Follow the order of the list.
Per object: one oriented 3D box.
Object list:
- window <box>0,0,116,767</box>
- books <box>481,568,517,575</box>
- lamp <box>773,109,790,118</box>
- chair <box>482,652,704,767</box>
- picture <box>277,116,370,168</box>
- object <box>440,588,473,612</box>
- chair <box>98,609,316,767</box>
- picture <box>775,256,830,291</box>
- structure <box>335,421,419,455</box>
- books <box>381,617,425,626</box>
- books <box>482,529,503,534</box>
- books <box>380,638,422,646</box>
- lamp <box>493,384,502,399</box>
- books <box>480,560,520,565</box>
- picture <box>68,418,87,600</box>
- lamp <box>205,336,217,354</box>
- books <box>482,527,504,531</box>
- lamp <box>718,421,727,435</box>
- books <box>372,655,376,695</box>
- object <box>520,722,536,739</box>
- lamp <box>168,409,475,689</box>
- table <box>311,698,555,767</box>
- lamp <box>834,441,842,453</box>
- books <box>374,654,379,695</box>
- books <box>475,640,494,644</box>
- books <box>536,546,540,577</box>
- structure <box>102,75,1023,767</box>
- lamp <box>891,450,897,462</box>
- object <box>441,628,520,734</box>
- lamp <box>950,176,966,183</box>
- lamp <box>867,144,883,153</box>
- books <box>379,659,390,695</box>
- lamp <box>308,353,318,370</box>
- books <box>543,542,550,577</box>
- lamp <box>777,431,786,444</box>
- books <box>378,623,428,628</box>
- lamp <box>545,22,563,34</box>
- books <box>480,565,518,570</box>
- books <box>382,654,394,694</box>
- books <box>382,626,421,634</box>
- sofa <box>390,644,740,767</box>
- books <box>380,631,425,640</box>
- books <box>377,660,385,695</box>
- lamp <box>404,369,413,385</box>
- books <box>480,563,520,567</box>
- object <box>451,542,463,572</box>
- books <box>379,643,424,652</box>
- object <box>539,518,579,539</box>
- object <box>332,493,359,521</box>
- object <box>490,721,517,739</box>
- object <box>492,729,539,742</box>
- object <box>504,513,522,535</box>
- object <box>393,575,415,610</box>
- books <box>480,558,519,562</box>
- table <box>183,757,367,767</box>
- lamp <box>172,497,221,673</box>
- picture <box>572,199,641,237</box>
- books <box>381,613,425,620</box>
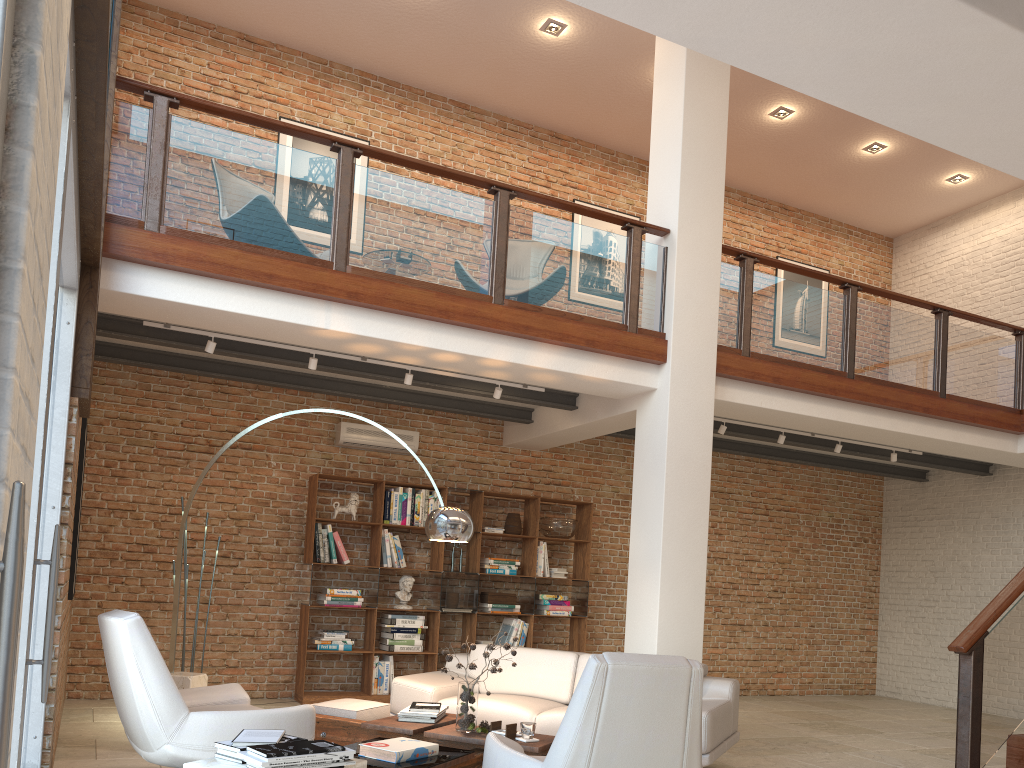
[{"bbox_3d":[-0.762,-1.748,0.967,0.651,6.260,12.529,5,-10,-25],"label":"window"},{"bbox_3d":[-0.144,1.994,9.250,0.328,0.054,0.260,7,-13,-15],"label":"books"},{"bbox_3d":[2.863,-2.885,9.247,0.125,0.054,0.125,9,-12,-25],"label":"lamp"},{"bbox_3d":[0.425,1.646,3.803,1.029,0.996,0.990,5,-8,-9],"label":"chair"},{"bbox_3d":[-1.897,-1.961,8.692,0.921,1.174,0.027,6,-4,-26],"label":"picture"},{"bbox_3d":[-0.607,2.227,8.990,0.338,0.228,0.288,8,-10,-25],"label":"object"},{"bbox_3d":[-1.719,1.736,4.732,0.997,0.978,1.034,10,-10,-41],"label":"chair"},{"bbox_3d":[3.803,-1.002,11.453,0.921,1.174,0.027,6,-4,-26],"label":"picture"},{"bbox_3d":[-1.360,0.554,8.818,0.820,0.215,0.202,9,-9,-25],"label":"structure"},{"bbox_3d":[-1.100,2.396,8.793,0.384,0.063,0.247,11,-14,-31],"label":"books"},{"bbox_3d":[-0.217,1.553,9.164,0.207,0.033,0.134,9,-14,-25],"label":"books"},{"bbox_3d":[-1.118,2.592,8.777,0.365,0.054,0.287,9,-14,-23],"label":"books"},{"bbox_3d":[-0.115,0.064,7.113,0.061,0.113,0.096,5,-7,-19],"label":"lamp"},{"bbox_3d":[-0.137,1.892,9.244,0.384,0.036,0.247,11,-15,-31],"label":"books"},{"bbox_3d":[-2.919,0.842,5.867,0.028,1.172,0.924,4,-6,-25],"label":"picture"},{"bbox_3d":[-2.119,-0.269,6.129,0.086,0.126,0.060,-1,-6,34],"label":"lamp"},{"bbox_3d":[-0.224,1.527,9.169,0.239,0.018,0.173,11,-15,-32],"label":"books"},{"bbox_3d":[1.955,0.416,8.102,0.086,0.126,0.060,-1,-6,34],"label":"lamp"},{"bbox_3d":[-1.408,2.867,8.620,0.037,0.376,0.246,5,-6,-25],"label":"books"},{"bbox_3d":[0.088,1.913,4.808,0.091,0.083,0.093,0,-9,24],"label":"object"},{"bbox_3d":[-1.264,1.322,5.738,2.029,2.308,0.323,2,-3,11],"label":"lamp"},{"bbox_3d":[-0.449,2.101,4.781,2.206,0.420,2.018,-3,-14,25],"label":"table"},{"bbox_3d":[3.271,0.638,8.742,0.061,0.126,0.087,5,-6,-23],"label":"lamp"},{"bbox_3d":[-1.383,2.875,8.651,0.037,0.376,0.246,5,-6,-25],"label":"books"},{"bbox_3d":[-0.302,2.720,9.185,0.134,0.033,0.209,10,-14,-29],"label":"books"},{"bbox_3d":[0.211,1.917,9.424,0.056,0.323,0.257,5,-6,-25],"label":"books"},{"bbox_3d":[3.587,0.210,3.625,10.242,4.049,14.077,9,-13,-25],"label":"structure"},{"bbox_3d":[3.976,0.755,9.075,0.059,0.126,0.089,1,-6,24],"label":"lamp"},{"bbox_3d":[-0.149,1.720,5.105,0.317,0.595,0.552,0,-8,35],"label":"object"},{"bbox_3d":[5.341,-2.468,10.447,0.125,0.054,0.125,9,-12,-25],"label":"lamp"},{"bbox_3d":[4.102,-2.677,9.847,0.125,0.054,0.125,9,-12,-25],"label":"lamp"},{"bbox_3d":[-1.285,2.914,8.681,0.056,0.323,0.257,5,-6,-25],"label":"books"},{"bbox_3d":[-1.471,-0.164,6.446,0.061,0.118,0.087,5,-6,-23],"label":"lamp"},{"bbox_3d":[0.321,1.914,9.502,0.102,0.376,0.246,5,-6,-25],"label":"books"},{"bbox_3d":[2.603,0.525,8.418,0.061,0.126,0.087,5,-6,-23],"label":"lamp"},{"bbox_3d":[-1.102,2.433,8.771,0.448,0.020,0.276,9,-14,-25],"label":"books"},{"bbox_3d":[0.385,-3.302,8.047,0.125,0.054,0.125,9,-12,-25],"label":"lamp"},{"bbox_3d":[-0.164,1.947,9.251,0.383,0.036,0.248,9,-14,-25],"label":"books"},{"bbox_3d":[-1.237,2.900,8.729,0.080,0.377,0.246,5,-6,-25],"label":"books"},{"bbox_3d":[-1.114,2.466,8.751,0.330,0.054,0.258,11,-14,-30],"label":"books"},{"bbox_3d":[0.386,2.338,6.318,2.330,0.741,1.170,-2,-11,24],"label":"sofa"},{"bbox_3d":[-1.098,2.532,8.770,0.385,0.063,0.246,13,-16,-38],"label":"books"},{"bbox_3d":[-1.338,2.907,8.662,0.058,0.323,0.257,5,-6,-25],"label":"books"},{"bbox_3d":[-0.803,-0.047,6.769,0.061,0.126,0.087,5,-6,-23],"label":"lamp"},{"bbox_3d":[-0.144,1.920,9.250,0.384,0.018,0.247,12,-15,-32],"label":"books"},{"bbox_3d":[-0.569,1.741,8.993,0.122,0.392,0.062,5,-3,-23],"label":"object"},{"bbox_3d":[-1.112,2.647,8.758,0.384,0.063,0.247,11,-14,-31],"label":"books"},{"bbox_3d":[0.508,1.593,9.561,0.438,0.214,0.446,0,-11,16],"label":"object"},{"bbox_3d":[-1.617,1.189,8.493,0.253,0.278,0.132,6,-5,-18],"label":"object"},{"bbox_3d":[-0.048,1.930,4.862,0.115,0.080,0.096,-4,-11,36],"label":"object"},{"bbox_3d":[0.065,1.966,4.888,0.250,0.034,0.277,-6,-16,35],"label":"object"},{"bbox_3d":[0.012,1.493,9.273,0.193,0.228,0.198,1,-7,22],"label":"object"},{"bbox_3d":[-1.086,2.097,8.788,0.196,0.343,0.196,4,-5,-10],"label":"object"},{"bbox_3d":[-0.146,1.867,9.262,0.359,0.020,0.276,10,-14,-26],"label":"books"},{"bbox_3d":[-0.923,1.719,3.386,0.495,0.494,0.506,0,-9,24],"label":"table"},{"bbox_3d":[-2.684,1.857,7.277,0.200,1.786,0.423,2,-3,34],"label":"lamp"},{"bbox_3d":[1.078,-1.460,10.133,0.921,1.174,0.027,6,-4,-26],"label":"picture"},{"bbox_3d":[-1.099,2.344,8.789,0.383,0.036,0.248,9,-14,-25],"label":"books"}]
